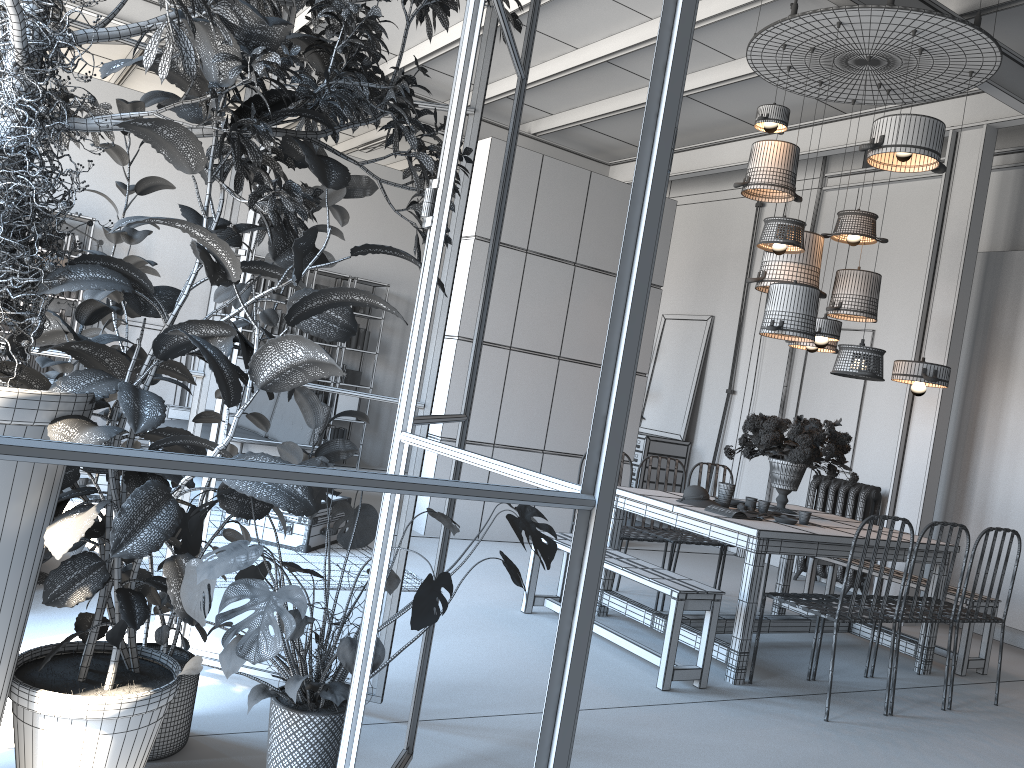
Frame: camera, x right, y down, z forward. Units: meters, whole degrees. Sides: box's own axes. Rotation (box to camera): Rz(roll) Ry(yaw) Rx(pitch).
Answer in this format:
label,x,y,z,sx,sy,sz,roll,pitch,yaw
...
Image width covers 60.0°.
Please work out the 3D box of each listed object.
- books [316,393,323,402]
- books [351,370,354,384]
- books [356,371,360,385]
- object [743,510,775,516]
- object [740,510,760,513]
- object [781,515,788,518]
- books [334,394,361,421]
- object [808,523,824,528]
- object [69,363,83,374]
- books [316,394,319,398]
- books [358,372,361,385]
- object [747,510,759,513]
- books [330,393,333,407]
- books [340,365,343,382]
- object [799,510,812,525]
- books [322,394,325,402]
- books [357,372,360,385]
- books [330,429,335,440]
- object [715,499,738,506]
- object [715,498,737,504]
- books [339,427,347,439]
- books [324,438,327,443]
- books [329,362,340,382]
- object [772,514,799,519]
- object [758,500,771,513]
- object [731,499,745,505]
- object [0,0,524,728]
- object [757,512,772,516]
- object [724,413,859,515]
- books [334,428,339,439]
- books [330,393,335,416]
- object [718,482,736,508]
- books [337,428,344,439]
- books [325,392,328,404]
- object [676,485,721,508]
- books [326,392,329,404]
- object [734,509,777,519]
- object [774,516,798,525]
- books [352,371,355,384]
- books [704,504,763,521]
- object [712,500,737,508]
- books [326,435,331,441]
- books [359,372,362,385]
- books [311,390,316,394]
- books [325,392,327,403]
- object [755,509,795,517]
label,x,y,z,sx,sy,sz,roll,pitch,yaw
books,-2.304,0.243,10.508,0.025,0.254,0.184,10,0,-32
books,-1.955,-0.083,10.742,0.012,0.177,0.134,10,0,-32
books,-1.897,-0.073,10.779,0.012,0.177,0.134,10,0,-32
object,1.418,0.740,5.062,0.249,0.017,0.024,10,0,-23
object,1.419,0.743,5.087,0.249,0.015,0.024,10,0,-13
object,1.581,0.771,5.100,0.054,0.037,0.121,9,0,36
books,-1.956,0.275,10.574,0.303,0.326,0.033,10,0,-32
object,1.723,0.808,5.097,0.021,0.014,0.174,10,0,-37
object,-3.171,0.119,6.520,0.443,0.709,0.194,10,0,8
books,-2.353,0.235,10.502,0.057,0.244,0.180,10,0,-32
books,-1.878,-0.069,10.792,0.012,0.177,0.134,10,0,-32
object,1.407,0.738,5.092,0.174,0.019,0.021,10,0,-35
books,-2.042,0.265,10.727,0.343,0.312,0.040,10,0,-32
books,-2.094,-0.138,10.699,0.053,0.229,0.162,10,0,-25
object,1.669,0.766,5.064,0.071,0.076,0.071,10,0,15
books,-2.284,0.246,10.522,0.025,0.254,0.184,10,0,-32
books,-1.888,-0.071,10.785,0.012,0.177,0.134,10,0,-32
books,-2.205,0.662,10.694,0.049,0.279,0.195,10,0,-32
object,1.355,0.740,5.469,0.211,0.024,0.211,10,0,-13
object,1.356,0.734,5.469,0.211,0.024,0.211,10,0,10
books,-2.074,0.679,10.762,0.030,0.295,0.217,10,0,-32
books,-2.271,0.652,10.652,0.030,0.277,0.192,10,0,-32
books,-2.141,-0.154,10.673,0.043,0.245,0.170,10,0,-32
object,1.621,0.791,5.332,0.182,0.014,0.185,9,0,42
object,1.468,0.720,5.175,0.071,0.076,0.071,10,0,-7
object,1.382,0.732,5.474,0.135,0.029,0.135,10,0,-40
object,-1.135,-0.979,2.345,2.486,4.154,2.243,9,0,29
object,1.432,0.739,5.043,0.021,0.026,0.173,9,0,42
object,1.752,0.488,5.689,0.697,0.654,0.782,10,0,-30
books,-2.165,0.669,10.720,0.047,0.279,0.192,10,0,-32
books,-2.021,0.263,10.695,0.333,0.322,0.037,10,0,-32
object,1.269,0.664,5.277,0.102,0.146,0.102,10,0,23
books,-2.116,0.677,10.742,0.061,0.283,0.207,10,0,-32
books,-2.135,0.246,10.859,0.303,0.326,0.033,10,0,-32
object,1.076,0.696,5.157,0.260,0.211,0.236,10,0,-14
books,-2.103,0.252,10.818,0.319,0.318,0.068,10,0,-32
object,1.410,0.755,5.155,0.213,0.012,0.335,9,0,34
object,1.528,0.764,4.955,0.133,0.029,0.133,10,0,15
books,-1.945,-0.081,10.748,0.012,0.177,0.134,10,0,-32
books,1.221,0.706,4.881,0.249,0.041,0.202,10,0,-34
object,1.352,0.745,5.459,0.236,0.015,0.236,9,0,30
books,-2.244,0.665,10.670,0.040,0.262,0.196,10,0,-32
books,-1.868,-0.068,10.798,0.012,0.177,0.134,10,0,-32
books,-2.378,0.215,10.461,0.027,0.278,0.202,10,0,-32
books,-2.154,0.243,10.888,0.303,0.326,0.033,10,0,-32
object,1.604,0.787,5.415,0.179,0.016,0.182,10,0,-28
